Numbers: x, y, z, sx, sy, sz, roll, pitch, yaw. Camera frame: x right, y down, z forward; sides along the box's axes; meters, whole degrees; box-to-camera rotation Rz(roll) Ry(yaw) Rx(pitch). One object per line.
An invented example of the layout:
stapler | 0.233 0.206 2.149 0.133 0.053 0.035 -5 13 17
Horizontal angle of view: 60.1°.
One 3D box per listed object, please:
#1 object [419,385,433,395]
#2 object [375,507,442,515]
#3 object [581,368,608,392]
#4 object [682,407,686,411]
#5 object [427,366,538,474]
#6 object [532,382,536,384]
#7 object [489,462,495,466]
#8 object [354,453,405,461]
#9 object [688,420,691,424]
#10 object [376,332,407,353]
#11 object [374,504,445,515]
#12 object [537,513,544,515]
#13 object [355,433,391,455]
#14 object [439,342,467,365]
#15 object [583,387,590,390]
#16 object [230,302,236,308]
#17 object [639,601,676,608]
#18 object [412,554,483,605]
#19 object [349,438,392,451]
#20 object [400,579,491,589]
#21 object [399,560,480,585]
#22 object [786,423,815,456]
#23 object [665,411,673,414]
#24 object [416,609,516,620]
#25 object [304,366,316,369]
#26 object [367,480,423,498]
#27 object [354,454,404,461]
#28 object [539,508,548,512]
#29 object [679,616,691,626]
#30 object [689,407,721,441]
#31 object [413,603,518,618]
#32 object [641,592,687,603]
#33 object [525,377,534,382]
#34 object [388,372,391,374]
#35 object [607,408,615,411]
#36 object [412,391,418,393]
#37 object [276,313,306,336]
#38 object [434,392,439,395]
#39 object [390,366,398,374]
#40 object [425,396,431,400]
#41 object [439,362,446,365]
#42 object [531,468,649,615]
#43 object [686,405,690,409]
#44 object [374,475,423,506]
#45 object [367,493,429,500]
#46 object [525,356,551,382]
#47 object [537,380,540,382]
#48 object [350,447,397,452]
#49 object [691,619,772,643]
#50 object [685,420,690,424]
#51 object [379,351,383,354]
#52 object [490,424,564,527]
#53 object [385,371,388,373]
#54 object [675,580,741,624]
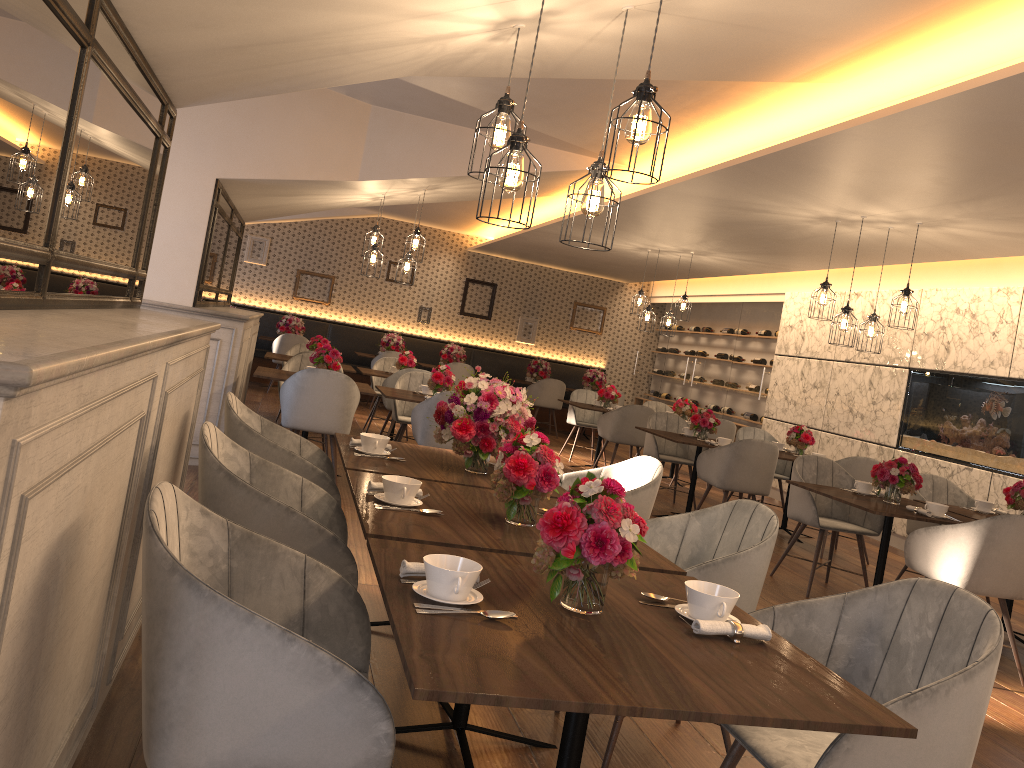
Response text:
object | -0.706 0.053 7.397 0.149 0.072 0.147 12 3 43
object | -0.300 0.367 2.582 0.196 0.015 0.043 9 2 -18
object | 1.320 -0.059 14.172 0.407 0.425 0.418 11 1 29
object | 2.013 0.294 10.396 0.049 0.052 0.077 10 1 -4
object | -0.108 0.147 3.607 0.418 0.425 0.407 10 1 -26
object | 0.353 -0.016 13.688 0.056 0.039 0.176 10 2 -14
object | -0.039 0.357 3.878 0.196 0.015 0.043 9 2 -18
object | -0.524 0.291 3.523 0.210 0.004 0.022 10 2 -14
object | 2.097 0.436 10.174 0.147 0.072 0.149 9 2 -37
object | -1.818 -0.592 13.466 0.407 0.425 0.418 11 1 29
object | -0.302 0.371 2.618 0.210 0.004 0.022 10 2 -14
object | 0.183 0.445 2.937 0.210 0.004 0.022 10 2 -14
object | -0.561 0.246 3.593 0.149 0.072 0.147 11 2 28
object | -0.904 -0.434 13.592 0.419 0.425 0.406 10 1 -12
object | 1.243 0.090 14.537 0.149 0.072 0.147 11 2 28
object | -4.157 -0.984 12.794 0.407 0.425 0.418 11 1 28
object | 0.396 0.521 2.067 0.210 0.004 0.022 10 2 -14
object | -0.127 0.403 1.818 0.149 0.072 0.147 11 2 28
object | -0.592 0.253 3.703 0.175 0.039 0.056 10 2 -14
object | -0.141 0.421 1.897 0.192 0.024 0.025 10 1 -14
object | -0.158 0.410 1.928 0.175 0.039 0.056 10 2 -14
object | 2.636 0.509 8.065 0.233 0.301 0.306 10 1 -12
object | 1.919 0.378 10.757 0.147 0.072 0.149 9 2 -37
object | -0.087 0.444 1.712 0.196 0.015 0.043 9 2 -18
object | -1.609 -0.100 7.171 0.149 0.072 0.147 12 3 43
object | -0.370 0.333 2.798 0.175 0.039 0.056 10 2 -14
object | -0.521 0.288 3.487 0.196 0.015 0.043 9 2 -18
object | 0.182 0.437 2.972 0.196 0.015 0.043 9 2 -18
object | 0.451 0.527 1.918 0.192 0.024 0.025 10 1 -14
object | 1.719 0.352 7.866 0.303 0.301 0.235 10 1 -36
object | -0.090 0.448 1.748 0.210 0.004 0.022 10 2 -14
object | 0.395 0.514 2.103 0.196 0.015 0.043 9 2 -18
object | 0.286 -0.072 14.298 0.149 0.072 0.147 11 2 33
object | -1.331 -0.122 9.606 0.022 0.004 0.211 10 3 -14
object | 1.108 0.286 9.927 0.056 0.039 0.176 10 2 -14
object | -0.814 0.065 7.351 0.042 0.015 0.198 10 3 -18
object | -3.250 -0.831 13.016 0.418 0.425 0.407 10 1 -26
object | -0.527 0.111 6.815 0.149 0.072 0.147 12 3 43
object | -1.257 -0.145 9.651 0.149 0.072 0.147 12 3 43
object | -0.639 0.109 6.787 0.056 0.039 0.176 10 2 -14
object | -1.078 -0.303 13.957 0.149 0.072 0.147 11 2 33
object | 0.179 0.334 1.911 0.235 0.301 0.304 11 1 33
object | 2.043 0.268 10.390 0.048 0.053 0.077 10 1 -35
object | -0.340 0.326 2.687 0.149 0.072 0.147 11 2 28
object | -0.354 0.344 2.766 0.192 0.024 0.025 10 1 -14
object | 0.425 -0.210 13.937 0.407 0.425 0.418 11 1 28
object | 0.465 -0.014 13.716 0.149 0.072 0.147 11 2 28
object | -0.575 0.265 3.672 0.192 0.024 0.025 10 1 -14
object | 0.470 0.524 1.887 0.175 0.039 0.056 10 2 -14
object | 1.986 0.434 10.146 0.056 0.039 0.176 10 2 -14
object | -2.005 -0.460 13.725 0.149 0.072 0.147 11 2 33
object | 0.053 0.279 2.721 0.234 0.301 0.305 10 1 5
object | -1.365 -0.134 9.605 0.042 0.015 0.198 10 3 -18
object | 0.445 0.498 1.998 0.149 0.072 0.147 11 2 28
